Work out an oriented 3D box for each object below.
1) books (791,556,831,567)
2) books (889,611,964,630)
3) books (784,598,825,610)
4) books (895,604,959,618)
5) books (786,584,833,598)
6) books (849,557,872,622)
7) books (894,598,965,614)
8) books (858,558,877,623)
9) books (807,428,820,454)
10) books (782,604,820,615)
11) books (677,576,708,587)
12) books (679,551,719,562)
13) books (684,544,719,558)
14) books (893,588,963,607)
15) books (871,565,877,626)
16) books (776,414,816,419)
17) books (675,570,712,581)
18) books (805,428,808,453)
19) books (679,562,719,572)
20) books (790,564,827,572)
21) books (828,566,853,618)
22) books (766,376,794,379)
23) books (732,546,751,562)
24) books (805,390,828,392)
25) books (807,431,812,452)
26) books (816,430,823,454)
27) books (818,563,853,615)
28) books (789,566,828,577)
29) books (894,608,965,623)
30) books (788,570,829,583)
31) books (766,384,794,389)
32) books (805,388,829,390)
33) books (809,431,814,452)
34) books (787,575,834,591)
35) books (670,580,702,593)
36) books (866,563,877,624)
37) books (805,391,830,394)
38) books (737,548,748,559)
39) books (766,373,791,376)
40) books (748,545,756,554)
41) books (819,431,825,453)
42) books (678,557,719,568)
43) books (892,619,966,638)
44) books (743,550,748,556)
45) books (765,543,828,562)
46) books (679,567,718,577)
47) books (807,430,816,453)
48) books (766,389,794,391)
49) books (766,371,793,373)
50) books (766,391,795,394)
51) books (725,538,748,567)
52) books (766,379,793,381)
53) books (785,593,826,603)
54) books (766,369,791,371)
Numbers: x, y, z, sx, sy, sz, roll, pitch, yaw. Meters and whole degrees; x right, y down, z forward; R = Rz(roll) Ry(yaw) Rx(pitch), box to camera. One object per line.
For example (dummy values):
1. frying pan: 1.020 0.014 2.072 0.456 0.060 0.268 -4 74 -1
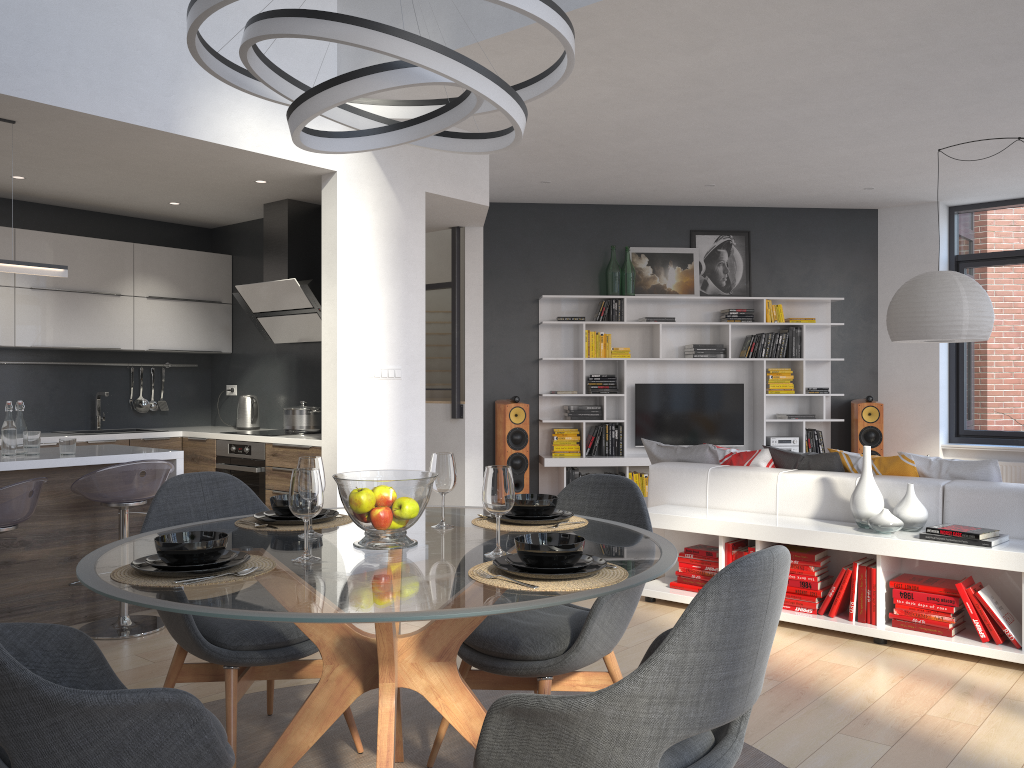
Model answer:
1. books: 1.444 0.880 4.464 0.266 0.026 0.187 0 0 34
2. books: 1.904 1.073 4.076 0.187 0.026 0.266 0 0 -44
3. books: 1.427 1.078 4.450 0.282 0.030 0.188 0 0 41
4. books: 1.910 1.024 4.070 0.236 0.023 0.178 0 0 40
5. books: 1.455 1.023 4.479 0.301 0.032 0.227 0 0 40
6. books: 1.669 0.981 4.251 0.046 0.282 0.199 0 0 40
7. books: 1.920 0.999 4.068 0.261 0.027 0.191 0 0 44
8. books: 1.708 0.986 4.239 0.038 0.270 0.215 0 0 40
9. books: 3.008 0.575 8.865 0.066 0.255 0.193 0 0 -5
10. books: 1.436 1.106 4.465 0.274 0.029 0.200 0 0 40
11. books: 1.070 1.071 4.846 0.259 0.034 0.206 0 0 43
12. books: 1.069 0.937 4.849 0.254 0.025 0.178 0 0 39
13. books: 1.069 0.911 4.837 0.152 0.029 0.206 0 0 -44
14. books: 1.928 0.966 4.082 0.279 0.039 0.206 0 0 39
15. books: 1.737 0.986 4.183 0.028 0.269 0.181 0 0 40
16. books: 2.837 0.325 8.877 0.310 0.047 0.250 0 0 -9
17. books: 1.057 1.041 4.846 0.187 0.026 0.266 0 0 -44
18. books: 2.900 0.567 8.862 0.053 0.268 0.202 0 0 -5
19. books: 1.077 0.990 4.860 0.261 0.028 0.191 0 0 40
20. books: 1.433 0.906 4.482 0.257 0.025 0.182 0 0 40
21. books: 1.621 0.997 4.291 0.115 0.245 0.192 0 0 40
22. books: 2.671 -0.067 8.882 0.239 0.033 0.176 0 0 -2
23. books: 1.214 0.992 4.667 0.031 0.255 0.181 0 0 40
24. books: 3.031 0.067 8.850 0.198 0.015 0.142 0 0 -7
25. books: 2.932 0.583 8.861 0.053 0.240 0.189 0 0 -5
26. books: 3.038 0.580 8.860 0.066 0.242 0.177 0 0 -5
27. books: 1.593 0.996 4.323 0.144 0.247 0.188 0 0 40
28. books: 1.442 0.929 4.463 0.236 0.023 0.178 0 0 40
29. books: 1.917 1.048 4.075 0.257 0.025 0.182 0 0 40
30. books: 1.438 0.954 4.473 0.261 0.027 0.191 0 0 36
31. books: 2.661 0.024 8.872 0.243 0.042 0.189 0 0 -5
32. books: 3.032 0.048 8.866 0.213 0.023 0.161 0 0 -2
33. books: 2.957 0.584 8.857 0.049 0.236 0.170 0 0 -4
34. books: 1.450 0.987 4.484 0.279 0.039 0.206 0 0 41
35. books: 1.052 1.104 4.851 0.301 0.032 0.227 0 0 40
36. books: 1.726 0.989 4.212 0.028 0.266 0.188 0 0 40
37. books: 3.032 0.086 8.848 0.213 0.023 0.161 0 0 -2
38. books: 1.240 0.991 4.646 0.034 0.259 0.207 0 0 40
39. books: 2.664 -0.095 8.883 0.227 0.022 0.160 0 0 11
40. books: 1.293 0.975 4.595 0.049 0.291 0.214 0 0 40
41. books: 3.069 0.584 8.894 0.077 0.233 0.179 0 0 -5
42. books: 1.068 0.963 4.845 0.269 0.028 0.179 0 0 41
43. books: 1.917 1.103 4.077 0.259 0.034 0.206 0 0 43
44. books: 1.263 0.990 4.613 0.042 0.259 0.195 0 0 40
45. books: 1.435 0.851 4.482 0.259 0.034 0.206 0 0 37
46. books: 1.070 1.016 4.844 0.257 0.025 0.182 0 0 40
47. books: 2.980 0.580 8.851 0.050 0.242 0.169 0 0 -5
48. books: 2.660 0.058 8.867 0.257 0.024 0.203 0 0 -2
49. books: 2.673 -0.119 8.880 0.223 0.023 0.163 0 0 -1
50. books: 2.664 0.083 8.859 0.257 0.028 0.194 0 0 0
51. books: 1.186 0.975 4.687 0.036 0.294 0.208 0 0 40
52. books: 2.660 -0.042 8.883 0.239 0.019 0.171 0 0 -5
53. books: 1.428 1.051 4.454 0.266 0.026 0.187 0 0 39
54. books: 2.661 -0.142 8.902 0.223 0.023 0.163 0 0 -1
